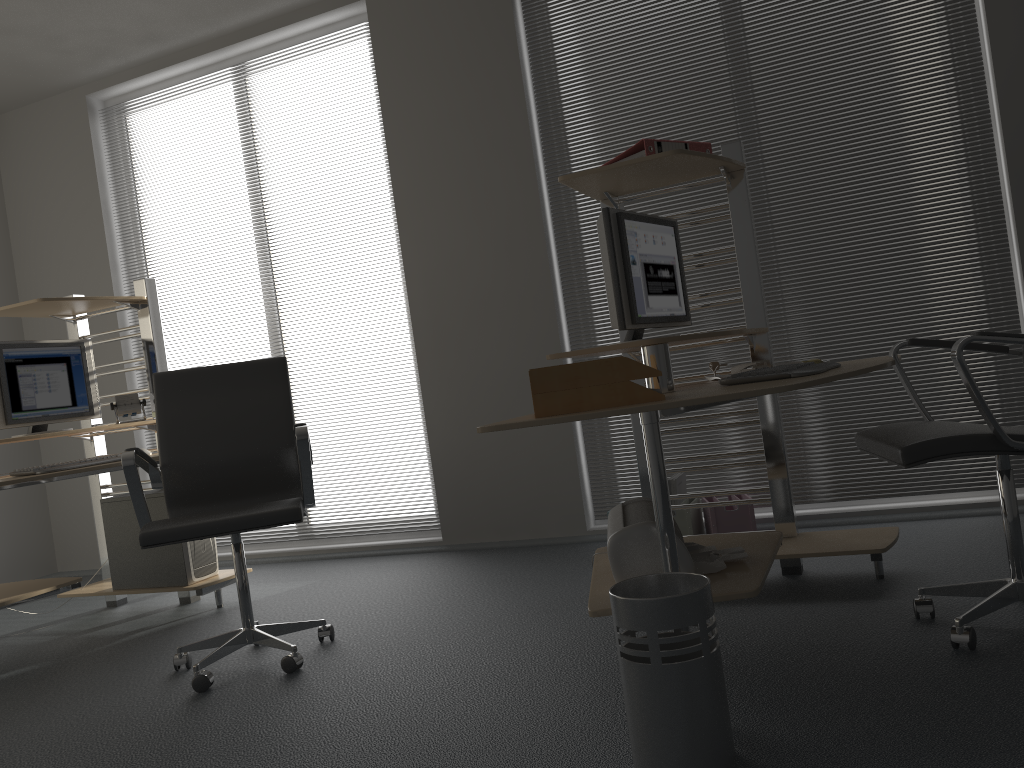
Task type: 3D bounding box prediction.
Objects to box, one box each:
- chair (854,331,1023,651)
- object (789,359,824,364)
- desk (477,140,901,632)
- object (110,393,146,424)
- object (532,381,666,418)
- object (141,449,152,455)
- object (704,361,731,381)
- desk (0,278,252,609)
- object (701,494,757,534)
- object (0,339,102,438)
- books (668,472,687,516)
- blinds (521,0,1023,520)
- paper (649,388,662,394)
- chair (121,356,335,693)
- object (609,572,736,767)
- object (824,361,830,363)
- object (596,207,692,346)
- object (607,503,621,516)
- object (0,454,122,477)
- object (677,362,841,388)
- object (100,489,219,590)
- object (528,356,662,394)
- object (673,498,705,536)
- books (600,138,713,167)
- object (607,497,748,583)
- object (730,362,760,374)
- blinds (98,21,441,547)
[{"bbox_3d":[1.294,0.115,2.334,0.652,1.048,0.584,-8,0,9],"label":"chair"},{"bbox_3d":[1.000,-0.069,3.025,0.132,0.026,0.132,-8,0,22],"label":"object"},{"bbox_3d":[0.617,-0.050,2.568,0.967,1.566,1.469,-8,0,22],"label":"desk"},{"bbox_3d":[-1.802,0.115,4.169,0.154,0.135,0.093,-8,0,-31],"label":"object"},{"bbox_3d":[0.205,0.029,2.193,0.309,0.060,0.225,-8,0,1],"label":"object"},{"bbox_3d":[-1.894,0.366,4.074,0.742,0.088,0.168,-8,0,24],"label":"object"},{"bbox_3d":[0.714,-0.047,3.042,0.054,0.064,0.159,-8,0,-11],"label":"object"},{"bbox_3d":[-1.944,0.315,3.626,0.967,1.566,1.469,-8,0,22],"label":"desk"},{"bbox_3d":[0.953,0.598,3.892,0.185,0.202,0.245,-8,0,4],"label":"object"},{"bbox_3d":[-2.129,0.020,3.990,0.245,0.418,0.516,-8,0,37],"label":"object"},{"bbox_3d":[0.740,0.557,3.947,0.068,0.306,0.220,-8,0,23],"label":"books"},{"bbox_3d":[1.115,-0.822,4.048,1.950,2.770,0.022,-8,0,22],"label":"blinds"},{"bbox_3d":[0.208,0.041,2.193,0.297,0.019,0.210,-8,0,1],"label":"paper"},{"bbox_3d":[-0.960,0.436,3.046,0.584,1.048,0.652,-8,0,-12],"label":"chair"},{"bbox_3d":[0.329,0.600,1.826,0.208,0.377,0.208,-8,0,-24],"label":"object"},{"bbox_3d":[1.030,-0.066,3.103,0.158,0.011,0.011,-8,0,19],"label":"object"},{"bbox_3d":[0.412,-0.342,2.943,0.245,0.418,0.516,-8,0,44],"label":"object"},{"bbox_3d":[0.567,0.653,4.023,0.185,0.202,0.245,-8,0,22],"label":"object"},{"bbox_3d":[-1.995,0.384,3.747,0.814,0.082,0.478,-8,0,30],"label":"object"},{"bbox_3d":[0.537,0.023,2.661,0.814,0.082,0.478,-8,0,30],"label":"object"},{"bbox_3d":[-1.615,0.704,4.084,0.471,0.422,0.199,-8,0,22],"label":"object"},{"bbox_3d":[0.197,-0.027,2.193,0.309,0.060,0.225,-8,0,1],"label":"object"},{"bbox_3d":[0.736,0.629,3.952,0.185,0.202,0.245,-8,0,22],"label":"object"},{"bbox_3d":[0.486,-0.768,3.066,0.320,0.072,0.262,-8,0,-36],"label":"books"},{"bbox_3d":[0.430,0.400,2.339,0.351,0.162,0.438,-8,0,7],"label":"object"},{"bbox_3d":[0.812,-0.050,3.082,0.022,0.042,0.134,-8,0,-26],"label":"object"},{"bbox_3d":[-1.453,-0.457,5.107,1.950,2.749,0.037,-8,0,22],"label":"blinds"}]
